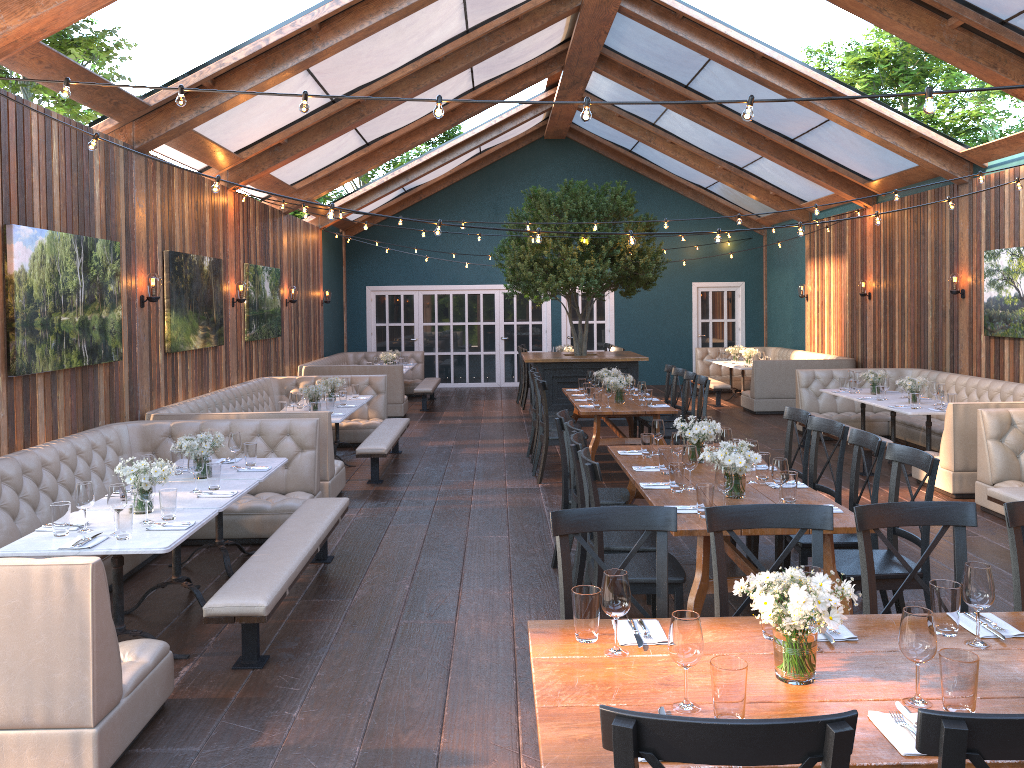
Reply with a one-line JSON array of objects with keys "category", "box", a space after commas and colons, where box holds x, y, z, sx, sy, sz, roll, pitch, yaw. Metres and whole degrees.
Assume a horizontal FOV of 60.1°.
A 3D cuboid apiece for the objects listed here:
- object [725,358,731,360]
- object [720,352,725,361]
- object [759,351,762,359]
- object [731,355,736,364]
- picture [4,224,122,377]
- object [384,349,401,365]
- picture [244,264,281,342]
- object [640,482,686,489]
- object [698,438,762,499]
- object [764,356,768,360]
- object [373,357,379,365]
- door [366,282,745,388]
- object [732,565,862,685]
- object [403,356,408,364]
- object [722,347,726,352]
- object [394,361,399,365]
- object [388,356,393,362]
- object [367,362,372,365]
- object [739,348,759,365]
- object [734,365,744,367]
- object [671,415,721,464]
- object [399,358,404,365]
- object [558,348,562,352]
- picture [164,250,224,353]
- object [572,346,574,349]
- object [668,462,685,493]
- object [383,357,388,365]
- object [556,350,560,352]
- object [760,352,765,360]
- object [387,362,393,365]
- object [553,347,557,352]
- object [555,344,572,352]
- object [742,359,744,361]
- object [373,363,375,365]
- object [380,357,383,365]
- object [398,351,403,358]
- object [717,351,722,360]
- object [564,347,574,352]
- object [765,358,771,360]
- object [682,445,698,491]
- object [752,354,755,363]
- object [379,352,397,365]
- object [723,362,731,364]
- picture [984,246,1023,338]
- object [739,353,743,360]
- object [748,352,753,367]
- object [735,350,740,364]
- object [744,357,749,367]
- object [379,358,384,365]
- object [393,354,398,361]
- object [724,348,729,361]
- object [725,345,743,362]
[{"category": "object", "box": [4.148, -0.483, 17.058, 0.157, 0.019, 0.256, -1, 5, -1]}, {"category": "object", "box": [3.960, -0.510, 16.609, 0.092, 0.158, 0.092, -1, 2, -15]}, {"category": "object", "box": [4.305, -0.437, 15.276, 0.092, 0.244, 0.092, -2, 2, -43]}, {"category": "object", "box": [3.965, -0.441, 15.836, 0.092, 0.158, 0.092, -1, 2, -15]}, {"category": "picture", "box": [-3.289, -0.620, 6.602, 0.065, 0.995, 1.655, -1, 4, -1]}, {"category": "object", "box": [-2.220, -0.491, 16.370, 0.336, 0.309, 0.329, -3, 4, -36]}, {"category": "picture", "box": [-3.398, -1.115, 12.134, 0.065, 0.995, 1.655, -1, 4, -1]}, {"category": "object", "box": [0.863, 0.575, 5.063, 0.255, 0.019, 0.158, -1, 5, -1]}, {"category": "object", "box": [1.191, 0.454, 4.752, 0.329, 0.309, 0.337, -3, 4, -34]}, {"category": "object", "box": [4.392, -0.402, 15.343, 0.092, 0.158, 0.092, -1, 2, -15]}, {"category": "object", "box": [-2.304, -0.335, 15.007, 0.092, 0.244, 0.092, -2, 2, -43]}, {"category": "door", "box": [0.962, -1.057, 19.149, 8.171, 2.207, 0.174, -1, 1, -1]}, {"category": "object", "box": [0.791, 0.663, 2.481, 0.336, 0.309, 0.330, 1, 4, 32]}, {"category": "object", "box": [-2.024, -0.456, 16.786, 0.092, 0.158, 0.092, -1, 2, -15]}, {"category": "object", "box": [4.055, -0.582, 16.917, 0.092, 0.244, 0.092, 1, 2, 41]}, {"category": "object", "box": [-1.988, -0.318, 15.245, 0.092, 0.158, 0.092, -1, 2, -15]}, {"category": "object", "box": [-2.084, -0.353, 15.178, 0.092, 0.244, 0.092, -2, 2, -43]}, {"category": "object", "box": [-2.406, -0.283, 14.919, 0.092, 0.158, 0.092, -1, 2, -15]}, {"category": "object", "box": [4.183, -0.502, 15.647, 0.336, 0.309, 0.329, 2, 4, 41]}, {"category": "object", "box": [3.931, -0.314, 15.200, 0.255, 0.019, 0.158, -1, 5, -1]}, {"category": "object", "box": [1.223, 0.359, 5.804, 0.329, 0.309, 0.337, 2, 4, 34]}, {"category": "object", "box": [-2.002, -0.385, 16.001, 0.092, 0.158, 0.092, -1, 2, -15]}, {"category": "object", "box": [0.871, -0.531, 16.129, 0.092, 0.244, 0.092, 1, 2, 41]}, {"category": "picture", "box": [-3.344, -0.870, 9.392, 0.065, 0.995, 1.655, -1, 4, -1]}, {"category": "object", "box": [1.155, -0.600, 16.860, 0.092, 0.244, 0.092, 1, 2, 41]}, {"category": "object", "box": [0.914, 0.520, 4.903, 0.092, 0.158, 0.092, 0, 2, 25]}, {"category": "object", "box": [-2.139, -0.331, 14.938, 0.092, 0.244, 0.092, -2, 2, -43]}, {"category": "object", "box": [0.809, -0.479, 15.557, 0.092, 0.244, 0.092, -2, 2, -43]}, {"category": "object", "box": [4.259, -0.416, 15.045, 0.092, 0.244, 0.092, -2, 2, -43]}, {"category": "object", "box": [-2.041, -0.280, 14.834, 0.092, 0.158, 0.092, -1, 2, -15]}, {"category": "object", "box": [0.811, -0.582, 16.701, 0.092, 0.244, 0.092, 1, 2, 41]}, {"category": "object", "box": [0.977, -0.598, 16.494, 0.329, 0.309, 0.337, -1, 3, -3]}, {"category": "object", "box": [4.418, -0.457, 16.737, 0.255, 0.019, 0.158, -1, 5, -1]}, {"category": "object", "box": [-2.420, -0.355, 15.714, 0.092, 0.158, 0.092, -1, 2, -15]}, {"category": "object", "box": [-2.309, -0.404, 15.774, 0.092, 0.244, 0.092, -2, 2, -43]}, {"category": "object", "box": [-2.101, -0.490, 16.701, 0.092, 0.244, 0.092, 1, 2, 41]}, {"category": "object", "box": [3.988, -0.546, 17.004, 0.092, 0.158, 0.092, -1, 2, -15]}, {"category": "object", "box": [1.062, -0.506, 15.463, 0.329, 0.309, 0.337, 0, 3, 14]}, {"category": "object", "box": [4.326, -0.366, 14.959, 0.092, 0.158, 0.092, -1, 2, -15]}, {"category": "object", "box": [1.000, 0.470, 4.968, 0.092, 0.244, 0.092, 1, 2, 41]}, {"category": "object", "box": [4.379, -0.469, 16.093, 0.092, 0.158, 0.092, -1, 2, -15]}, {"category": "object", "box": [-2.191, -0.417, 15.538, 0.336, 0.309, 0.329, 2, 4, 41]}, {"category": "object", "box": [3.914, -0.385, 15.996, 0.255, 0.019, 0.158, -1, 5, -1]}, {"category": "picture", "box": [5.565, -0.988, 9.538, 0.065, 0.995, 1.655, -1, 4, -1]}, {"category": "object", "box": [4.366, -0.541, 16.894, 0.092, 0.158, 0.092, -1, 2, -15]}, {"category": "object", "box": [4.068, -0.419, 15.105, 0.092, 0.244, 0.092, -2, 2, -43]}, {"category": "object", "box": [4.051, -0.491, 15.902, 0.092, 0.244, 0.092, -2, 2, -43]}, {"category": "object", "box": [3.982, -0.369, 15.040, 0.092, 0.158, 0.092, -1, 2, -15]}, {"category": "object", "box": [-2.425, -0.424, 16.490, 0.092, 0.158, 0.092, -1, 2, -15]}, {"category": "object", "box": [-2.104, -0.419, 15.909, 0.092, 0.244, 0.092, -2, 2, -43]}, {"category": "object", "box": [4.046, -0.560, 16.675, 0.092, 0.244, 0.092, 1, 2, 41]}, {"category": "object", "box": [4.154, -0.576, 16.478, 0.336, 0.309, 0.329, -3, 4, -36]}]
